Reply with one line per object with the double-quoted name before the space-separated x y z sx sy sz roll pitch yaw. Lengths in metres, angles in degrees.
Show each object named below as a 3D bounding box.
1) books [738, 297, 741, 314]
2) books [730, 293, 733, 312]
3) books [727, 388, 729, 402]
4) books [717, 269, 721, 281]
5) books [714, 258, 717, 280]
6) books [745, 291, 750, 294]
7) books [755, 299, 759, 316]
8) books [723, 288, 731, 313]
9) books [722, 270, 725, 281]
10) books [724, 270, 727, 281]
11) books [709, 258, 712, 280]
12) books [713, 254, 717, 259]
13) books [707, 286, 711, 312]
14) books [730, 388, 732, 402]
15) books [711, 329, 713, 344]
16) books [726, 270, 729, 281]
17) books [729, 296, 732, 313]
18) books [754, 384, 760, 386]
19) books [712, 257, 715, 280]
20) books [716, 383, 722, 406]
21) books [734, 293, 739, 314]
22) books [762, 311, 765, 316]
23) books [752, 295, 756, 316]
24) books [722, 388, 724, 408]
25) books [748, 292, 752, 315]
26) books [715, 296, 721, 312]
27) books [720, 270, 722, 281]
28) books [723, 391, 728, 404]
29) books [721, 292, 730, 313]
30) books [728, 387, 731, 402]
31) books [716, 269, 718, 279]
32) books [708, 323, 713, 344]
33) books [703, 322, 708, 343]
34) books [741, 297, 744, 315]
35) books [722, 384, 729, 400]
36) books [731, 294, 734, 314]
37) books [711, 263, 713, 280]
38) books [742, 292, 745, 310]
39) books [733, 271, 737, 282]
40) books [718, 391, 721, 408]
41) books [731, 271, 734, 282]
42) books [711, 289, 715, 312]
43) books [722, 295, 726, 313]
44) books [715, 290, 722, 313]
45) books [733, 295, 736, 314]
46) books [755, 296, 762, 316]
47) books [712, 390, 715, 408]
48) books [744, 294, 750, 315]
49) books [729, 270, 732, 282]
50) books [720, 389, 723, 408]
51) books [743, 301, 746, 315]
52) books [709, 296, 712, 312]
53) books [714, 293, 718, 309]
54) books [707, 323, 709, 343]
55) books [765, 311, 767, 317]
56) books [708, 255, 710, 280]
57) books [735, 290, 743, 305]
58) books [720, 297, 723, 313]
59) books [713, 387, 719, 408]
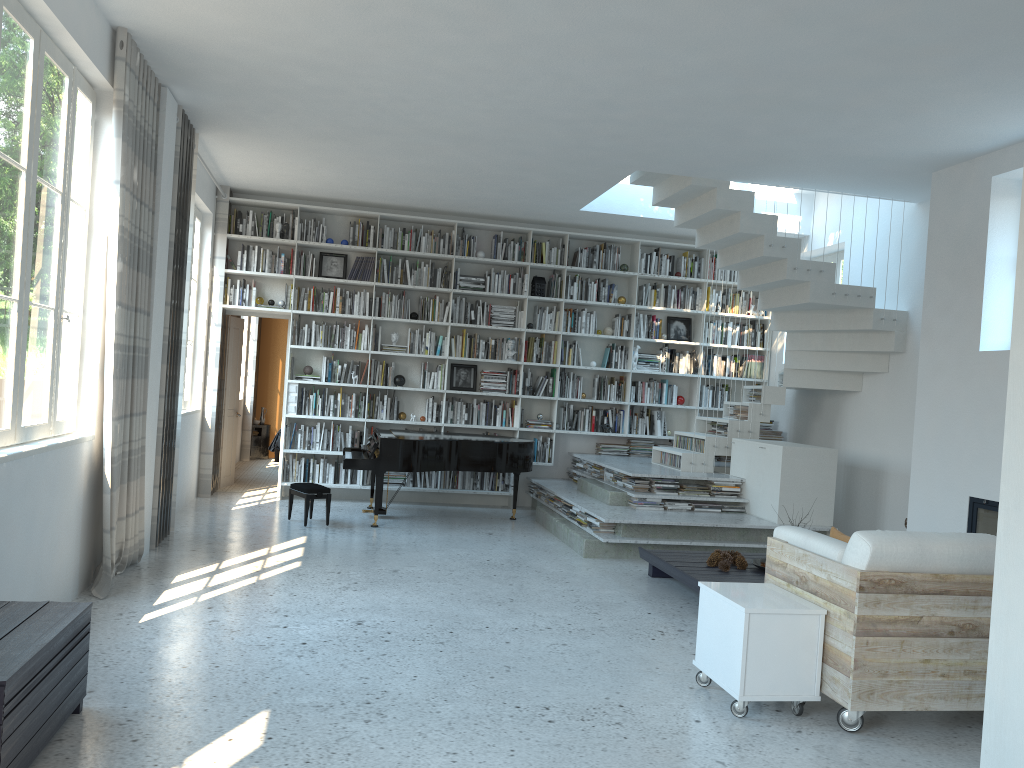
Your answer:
"books" 2.662 -0.917 10.495 0.023 0.220 0.171 4 0 -11
"books" 2.543 -0.936 10.409 0.022 0.242 0.144 4 0 -11
"books" 2.523 0.170 10.508 0.014 0.237 0.146 4 0 -11
"books" 2.407 -1.314 10.440 0.023 0.244 0.182 4 0 -11
"books" 2.358 -1.330 10.419 0.012 0.269 0.184 4 0 -11
"books" 2.779 -0.946 10.539 0.011 0.294 0.151 4 0 -11
"books" 2.888 -0.898 10.543 0.023 0.213 0.180 4 0 -11
"books" 2.512 -0.966 10.393 0.022 0.296 0.152 4 0 -11
"books" 2.466 -1.326 10.462 0.027 0.275 0.148 4 0 -11
"books" 2.491 -1.316 10.462 0.022 0.259 0.163 4 0 -11
"books" 2.301 -1.337 10.425 0.022 0.275 0.160 4 0 -11
"books" 2.389 -1.359 10.450 0.014 0.331 0.142 4 0 -11
"books" 2.270 -0.981 10.341 0.010 0.294 0.183 4 0 -11
"books" 2.557 0.171 10.514 0.013 0.240 0.166 4 0 -11
"books" 2.318 -0.582 10.445 0.011 0.239 0.172 4 0 -11
"books" 2.516 -1.317 10.468 0.029 0.264 0.179 4 0 -11
"books" 2.525 -0.919 10.400 0.014 0.206 0.184 4 0 -11
"books" 2.923 0.158 10.598 0.013 0.315 0.129 4 0 -11
"books" 2.344 -1.340 10.429 0.013 0.286 0.150 4 0 -11
"books" 2.441 0.135 10.493 0.013 0.297 0.141 4 0 -11
"books" 2.596 -0.933 10.433 0.042 0.242 0.247 4 0 -11
"books" 2.969 -0.909 10.568 0.040 0.246 0.160 4 0 -11
"books" 2.844 -0.922 10.536 0.070 0.254 0.154 4 0 -11
"books" 2.470 0.164 10.510 0.027 0.242 0.131 4 0 -11
"books" 2.798 -0.941 10.531 0.023 0.287 0.163 4 0 -11
"books" 2.381 -0.923 10.360 0.024 0.193 0.189 4 0 -11
"books" 2.437 -1.344 10.446 0.012 0.306 0.184 4 0 -11
"books" 2.498 0.184 10.487 0.021 0.205 0.174 4 0 -11
"books" 2.489 -0.946 10.384 0.023 0.254 0.189 4 0 -11
"books" 2.545 0.163 10.516 0.012 0.254 0.161 4 0 -11
"books" 2.372 -1.309 10.426 0.022 0.229 0.174 4 0 -11
"books" 2.305 -0.588 10.424 0.023 0.247 0.182 4 0 -11
"books" 2.259 -0.594 10.431 0.012 0.254 0.161 4 0 -11
"books" 2.691 -0.911 10.495 0.013 0.213 0.186 4 0 -11
"books" 2.515 0.146 10.498 0.011 0.284 0.161 4 0 -11
"books" 2.559 -0.933 10.413 0.012 0.238 0.165 4 0 -11
"books" 2.320 -1.310 10.440 0.025 0.223 0.136 4 0 -11
"books" 2.707 -0.945 10.523 0.024 0.281 0.153 4 0 -11
"books" 2.616 -1.282 10.491 0.026 0.208 0.163 4 0 -11
"books" 2.418 0.181 10.490 0.027 0.201 0.164 4 0 -11
"books" 2.579 -1.299 10.480 0.025 0.237 0.143 4 0 -11
"books" 2.312 -0.963 10.341 0.026 0.263 0.189 4 0 -11
"books" 2.461 -0.927 10.398 0.025 0.211 0.134 4 0 -11
"books" 2.403 -0.957 10.379 0.023 0.263 0.158 4 0 -11
"books" 2.573 -0.924 10.405 0.013 0.222 0.174 4 0 -11
"books" 2.935 -0.917 10.562 0.029 0.258 0.163 4 0 -11
"books" 2.352 0.173 10.475 0.025 0.208 0.149 4 0 -11
"books" 2.766 -0.930 10.514 0.022 0.261 0.160 4 0 -11
"books" 2.552 -1.307 10.483 0.027 0.250 0.154 4 0 -11
"books" 2.453 0.169 10.490 0.014 0.230 0.172 4 0 -11
"books" 2.732 -0.893 10.528 0.034 0.183 0.156 4 0 -11
"books" 2.284 -0.936 10.345 0.024 0.205 0.165 4 0 -11
"books" 2.345 -0.941 10.359 0.049 0.224 0.161 4 0 -11
"books" 2.276 -0.591 10.447 0.026 0.250 0.160 4 0 -11
"books" 2.996 -0.892 10.555 0.011 0.216 0.170 4 0 -11
"books" 2.279 -1.358 10.407 0.011 0.313 0.172 4 0 -11
"books" 2.679 -0.953 10.505 0.010 0.295 0.165 4 0 -11
"books" 2.423 -0.923 10.426 0.038 0.199 0.170 4 0 -11
"books" 2.385 0.155 10.454 0.027 0.248 0.184 4 0 -11
